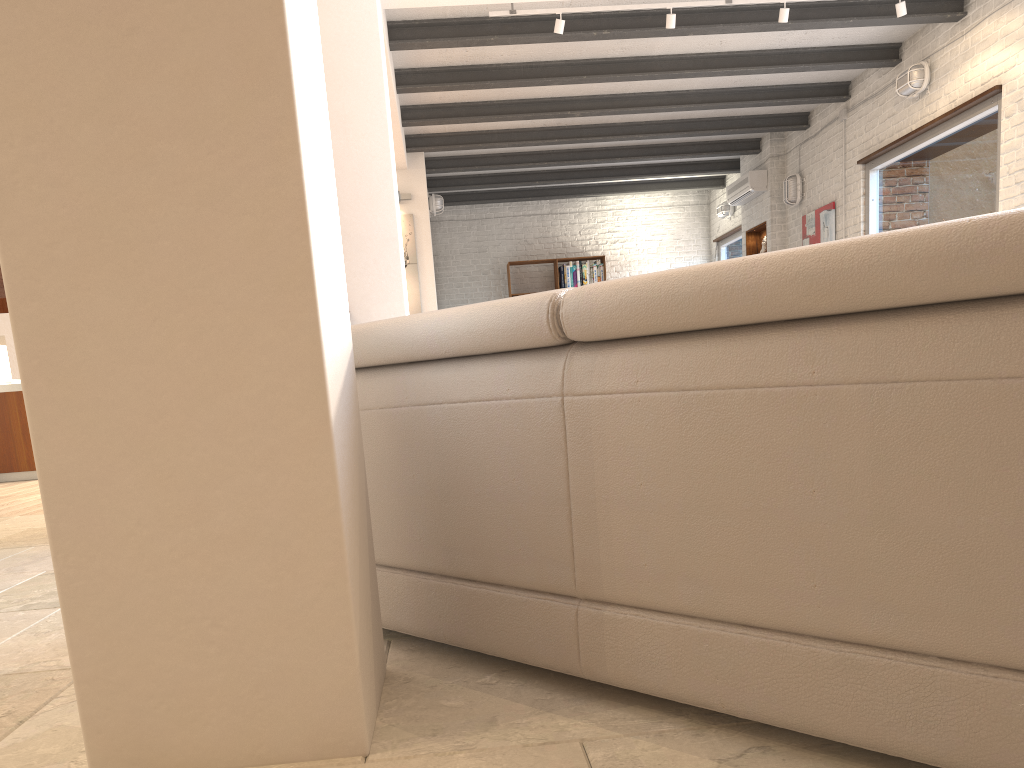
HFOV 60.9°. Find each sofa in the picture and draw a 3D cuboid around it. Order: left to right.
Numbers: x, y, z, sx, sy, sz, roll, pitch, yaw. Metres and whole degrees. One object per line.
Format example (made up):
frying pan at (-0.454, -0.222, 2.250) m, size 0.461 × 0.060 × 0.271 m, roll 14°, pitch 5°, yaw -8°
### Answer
sofa at (0.501, 0.170, 1.900) m, size 1.126 × 0.772 × 2.324 m, roll -8°, pitch 3°, yaw -44°

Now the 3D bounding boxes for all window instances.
window at (3.518, -2.908, 5.875) m, size 0.647 × 6.519 × 12.128 m, roll -5°, pitch 2°, yaw -4°

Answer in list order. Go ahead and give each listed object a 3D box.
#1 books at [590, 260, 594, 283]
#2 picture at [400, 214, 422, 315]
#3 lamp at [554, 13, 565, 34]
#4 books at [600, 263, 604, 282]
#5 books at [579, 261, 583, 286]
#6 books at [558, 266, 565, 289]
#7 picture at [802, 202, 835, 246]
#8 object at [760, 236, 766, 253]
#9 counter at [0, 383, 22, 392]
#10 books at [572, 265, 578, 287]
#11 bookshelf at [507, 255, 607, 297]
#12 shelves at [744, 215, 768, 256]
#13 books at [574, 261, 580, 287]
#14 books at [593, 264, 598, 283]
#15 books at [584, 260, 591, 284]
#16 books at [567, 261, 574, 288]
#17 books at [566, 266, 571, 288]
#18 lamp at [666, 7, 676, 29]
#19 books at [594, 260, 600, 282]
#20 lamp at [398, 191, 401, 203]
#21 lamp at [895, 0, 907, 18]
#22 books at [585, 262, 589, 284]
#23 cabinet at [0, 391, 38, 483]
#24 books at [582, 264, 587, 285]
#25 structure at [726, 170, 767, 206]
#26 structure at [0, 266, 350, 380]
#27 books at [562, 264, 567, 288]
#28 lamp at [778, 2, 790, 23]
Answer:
books at (1.085, -1.498, 12.045) m, size 0.036 × 0.392 × 0.238 m, roll -5°, pitch 8°, yaw -4°
picture at (-1.285, -1.175, 8.832) m, size 0.654 × 1.039 × 0.019 m, roll -5°, pitch 10°, yaw -3°
lamp at (0.302, -2.286, 5.552) m, size 0.058 × 0.132 × 0.085 m, roll -10°, pitch 9°, yaw -34°
books at (1.228, -1.481, 12.075) m, size 0.055 × 0.337 × 0.249 m, roll -5°, pitch 7°, yaw -4°
books at (0.935, -1.487, 12.035) m, size 0.036 × 0.392 × 0.238 m, roll -5°, pitch 8°, yaw -4°
books at (0.682, -1.440, 12.035) m, size 0.055 × 0.337 × 0.249 m, roll -5°, pitch 7°, yaw -4°
picture at (3.108, -1.274, 8.849) m, size 0.019 × 0.981 × 0.728 m, roll -5°, pitch 7°, yaw -4°
object at (2.925, -1.588, 10.074) m, size 0.112 × 0.248 × 0.211 m, roll -4°, pitch 6°, yaw 4°
counter at (-3.503, -0.058, 9.929) m, size 3.518 × 0.071 × 3.279 m, roll -4°, pitch 0°, yaw -4°
books at (0.852, -1.453, 12.045) m, size 0.055 × 0.337 × 0.249 m, roll -5°, pitch 7°, yaw -4°
bookshelf at (0.674, -0.589, 12.154) m, size 1.317 × 2.252 × 0.355 m, roll -5°, pitch 10°, yaw -4°
shelves at (2.957, -1.168, 10.196) m, size 0.192 × 1.459 × 0.750 m, roll -5°, pitch 8°, yaw -4°
books at (0.899, -1.484, 12.023) m, size 0.036 × 0.392 × 0.238 m, roll -5°, pitch 8°, yaw -4°
books at (1.134, -1.474, 12.047) m, size 0.055 × 0.337 × 0.249 m, roll -5°, pitch 7°, yaw -4°
books at (1.047, -1.495, 12.056) m, size 0.036 × 0.392 × 0.238 m, roll -5°, pitch 8°, yaw -4°
books at (0.805, -1.477, 12.023) m, size 0.036 × 0.392 × 0.238 m, roll -5°, pitch 8°, yaw -4°
books at (0.760, -1.446, 12.021) m, size 0.055 × 0.337 × 0.249 m, roll -5°, pitch 7°, yaw -4°
lamp at (1.020, -2.340, 5.599) m, size 0.061 × 0.132 × 0.084 m, roll -4°, pitch 7°, yaw -2°
books at (1.179, -1.505, 12.051) m, size 0.036 × 0.392 × 0.238 m, roll -5°, pitch 8°, yaw -4°
lamp at (-1.153, -1.859, 8.666) m, size 0.080 × 0.106 × 0.078 m, roll -1°, pitch 7°, yaw 24°
lamp at (2.538, -2.454, 5.686) m, size 0.085 × 0.132 × 0.059 m, roll -11°, pitch 11°, yaw -43°
books at (1.020, -1.479, 12.043) m, size 0.021 × 0.367 × 0.266 m, roll -5°, pitch 7°, yaw -4°
cabinet at (-3.843, -0.568, 10.173) m, size 4.714 × 2.892 × 2.253 m, roll -7°, pitch 7°, yaw -39°
books at (0.984, -1.462, 12.029) m, size 0.055 × 0.337 × 0.249 m, roll -5°, pitch 7°, yaw -4°
structure at (2.682, -2.237, 9.993) m, size 0.200 × 0.223 × 0.801 m, roll -5°, pitch 1°, yaw -4°
structure at (-1.495, -1.412, 5.259) m, size 10.143 × 4.222 × 13.629 m, roll -4°, pitch 1°, yaw -4°
books at (0.719, -1.457, 12.033) m, size 0.021 × 0.367 × 0.266 m, roll -5°, pitch 7°, yaw -4°
lamp at (1.760, -2.401, 5.644) m, size 0.061 × 0.123 × 0.084 m, roll -4°, pitch 7°, yaw -2°
